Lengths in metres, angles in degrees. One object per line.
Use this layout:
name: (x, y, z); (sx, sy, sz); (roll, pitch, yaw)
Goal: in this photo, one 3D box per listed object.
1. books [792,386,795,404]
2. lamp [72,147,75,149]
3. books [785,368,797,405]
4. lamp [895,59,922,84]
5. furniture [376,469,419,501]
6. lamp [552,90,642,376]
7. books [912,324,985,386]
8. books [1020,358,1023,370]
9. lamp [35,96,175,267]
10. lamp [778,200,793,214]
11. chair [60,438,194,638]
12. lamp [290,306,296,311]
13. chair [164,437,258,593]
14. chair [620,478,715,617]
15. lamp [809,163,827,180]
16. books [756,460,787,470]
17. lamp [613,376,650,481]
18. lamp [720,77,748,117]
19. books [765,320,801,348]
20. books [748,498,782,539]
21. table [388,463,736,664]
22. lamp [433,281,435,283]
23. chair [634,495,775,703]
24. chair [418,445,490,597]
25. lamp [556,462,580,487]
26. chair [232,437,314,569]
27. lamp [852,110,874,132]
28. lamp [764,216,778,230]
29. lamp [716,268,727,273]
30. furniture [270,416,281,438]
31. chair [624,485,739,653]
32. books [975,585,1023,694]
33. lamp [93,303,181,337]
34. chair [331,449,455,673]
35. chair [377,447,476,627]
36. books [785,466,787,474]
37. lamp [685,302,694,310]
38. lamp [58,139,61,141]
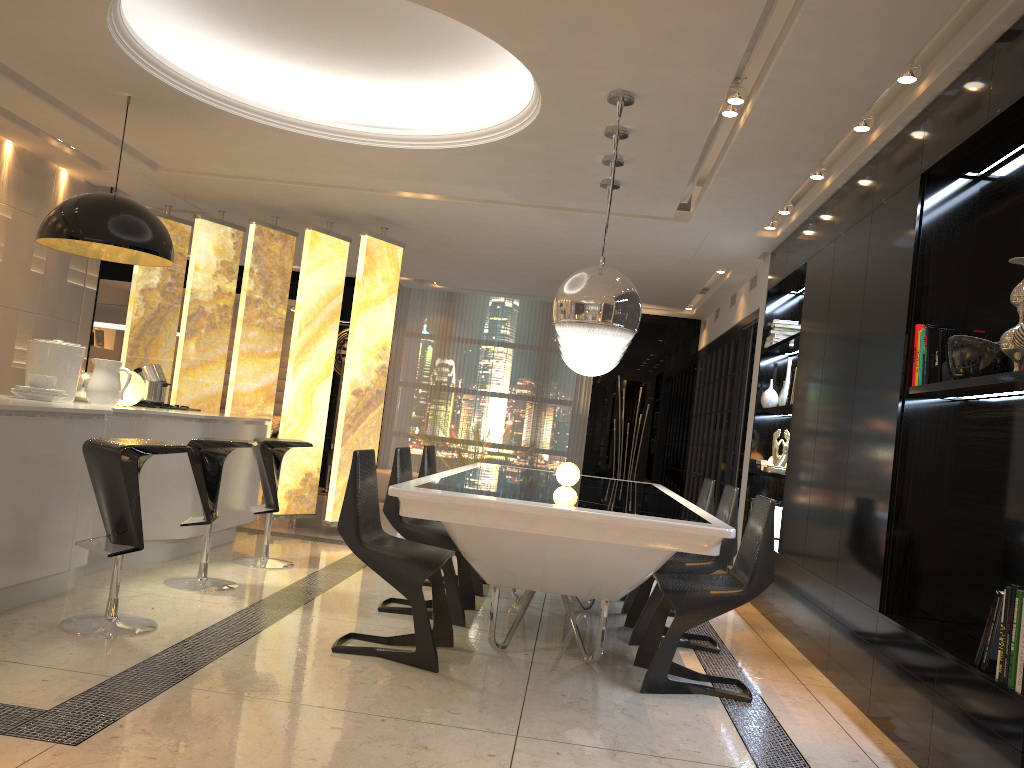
books: (1.958, 0.017, 5.785); (0.212, 0.261, 0.252); (6, -3, 5)
lamp: (-3.141, -1.763, 6.414); (0.107, 0.127, 0.107); (7, -3, 1)
books: (1.972, 0.032, 5.993); (0.207, 0.256, 0.245); (7, -3, 4)
lamp: (1.663, -1.329, 3.722); (0.107, 0.127, 0.107); (7, -3, -14)
furniture: (-1.376, 1.223, 10.712); (0.735, 0.357, 0.735); (6, -3, 7)
lamp: (0.490, -0.697, 4.799); (0.408, 1.226, 1.827); (6, -3, 5)
books: (1.782, -0.112, 3.627); (0.210, 0.270, 0.236); (7, -3, 4)
books: (1.712, -0.150, 2.709); (0.189, 0.238, 0.290); (7, -3, 3)
lamp: (-2.203, -1.173, 4.959); (0.710, 0.898, 0.710); (6, -3, 15)
lamp: (1.829, -1.200, 5.935); (0.107, 0.127, 0.107); (7, -3, -14)
chair: (-1.653, 0.631, 3.767); (0.380, 0.789, 0.380); (5, -4, 37)
lamp: (-2.988, -1.063, 12.157); (0.107, 0.127, 0.107); (7, -3, -14)
chair: (-1.618, 0.684, 4.769); (0.380, 0.789, 0.380); (7, -3, -13)
chair: (0.966, 0.993, 5.551); (0.496, 0.858, 0.523); (6, -3, 5)
lamp: (1.768, -1.247, 5.126); (0.107, 0.127, 0.107); (7, -3, -14)
books: (1.947, 0.616, 6.626); (0.209, 0.073, 0.266); (6, -3, 8)
lamp: (1.382, 0.820, 10.682); (0.418, 1.801, 0.200); (6, -3, 5)
lamp: (1.061, -1.374, 4.244); (0.107, 0.127, 0.271); (6, -3, 5)
books: (2.056, -0.367, 6.684); (0.259, 0.188, 0.302); (6, -3, 11)
books: (1.903, 1.010, 6.675); (0.210, 0.270, 0.236); (7, -3, 4)
table: (0.240, 0.915, 4.699); (1.293, 0.759, 3.031); (6, -3, 5)
lamp: (-0.905, -1.283, 10.786); (0.107, 0.127, 0.107); (6, -3, 23)
chair: (0.843, 0.897, 3.902); (0.496, 0.858, 0.523); (6, -3, 5)
chair: (-0.351, 0.840, 5.595); (0.496, 0.858, 0.523); (6, -3, 5)
lamp: (0.291, 0.471, 4.627); (0.125, 0.125, 0.125); (9, -3, -35)
chair: (-1.517, 0.737, 5.595); (0.380, 0.789, 0.380); (8, -3, -28)
lamp: (1.708, -1.295, 4.316); (0.107, 0.127, 0.107); (7, -3, -14)
lamp: (1.862, -1.174, 6.382); (0.107, 0.127, 0.107); (7, -3, -14)
lamp: (1.922, -1.081, 8.138); (0.107, 0.127, 0.107); (7, -3, -14)
furniture: (-3.229, 0.832, 11.831); (1.312, 0.810, 1.107); (6, -3, 5)
chair: (0.906, 0.947, 4.747); (0.496, 0.858, 0.523); (6, -3, 5)
books: (1.593, 0.764, 2.695); (0.222, 0.296, 0.345); (6, -3, 5)
lamp: (-4.170, -1.103, 9.528); (1.578, 0.995, 0.939); (6, -3, 5)
chair: (-0.479, 0.741, 3.886); (0.496, 0.858, 0.523); (6, -3, 5)
chair: (-0.414, 0.791, 4.749); (0.496, 0.858, 0.523); (6, -3, 5)
books: (1.900, 0.490, 5.774); (0.182, 0.232, 0.284); (6, -3, 8)
lamp: (2.098, -0.944, 10.496); (0.107, 0.127, 0.107); (7, -3, -14)
lamp: (-3.154, -1.772, 6.251); (0.107, 0.127, 0.107); (7, -3, -14)
